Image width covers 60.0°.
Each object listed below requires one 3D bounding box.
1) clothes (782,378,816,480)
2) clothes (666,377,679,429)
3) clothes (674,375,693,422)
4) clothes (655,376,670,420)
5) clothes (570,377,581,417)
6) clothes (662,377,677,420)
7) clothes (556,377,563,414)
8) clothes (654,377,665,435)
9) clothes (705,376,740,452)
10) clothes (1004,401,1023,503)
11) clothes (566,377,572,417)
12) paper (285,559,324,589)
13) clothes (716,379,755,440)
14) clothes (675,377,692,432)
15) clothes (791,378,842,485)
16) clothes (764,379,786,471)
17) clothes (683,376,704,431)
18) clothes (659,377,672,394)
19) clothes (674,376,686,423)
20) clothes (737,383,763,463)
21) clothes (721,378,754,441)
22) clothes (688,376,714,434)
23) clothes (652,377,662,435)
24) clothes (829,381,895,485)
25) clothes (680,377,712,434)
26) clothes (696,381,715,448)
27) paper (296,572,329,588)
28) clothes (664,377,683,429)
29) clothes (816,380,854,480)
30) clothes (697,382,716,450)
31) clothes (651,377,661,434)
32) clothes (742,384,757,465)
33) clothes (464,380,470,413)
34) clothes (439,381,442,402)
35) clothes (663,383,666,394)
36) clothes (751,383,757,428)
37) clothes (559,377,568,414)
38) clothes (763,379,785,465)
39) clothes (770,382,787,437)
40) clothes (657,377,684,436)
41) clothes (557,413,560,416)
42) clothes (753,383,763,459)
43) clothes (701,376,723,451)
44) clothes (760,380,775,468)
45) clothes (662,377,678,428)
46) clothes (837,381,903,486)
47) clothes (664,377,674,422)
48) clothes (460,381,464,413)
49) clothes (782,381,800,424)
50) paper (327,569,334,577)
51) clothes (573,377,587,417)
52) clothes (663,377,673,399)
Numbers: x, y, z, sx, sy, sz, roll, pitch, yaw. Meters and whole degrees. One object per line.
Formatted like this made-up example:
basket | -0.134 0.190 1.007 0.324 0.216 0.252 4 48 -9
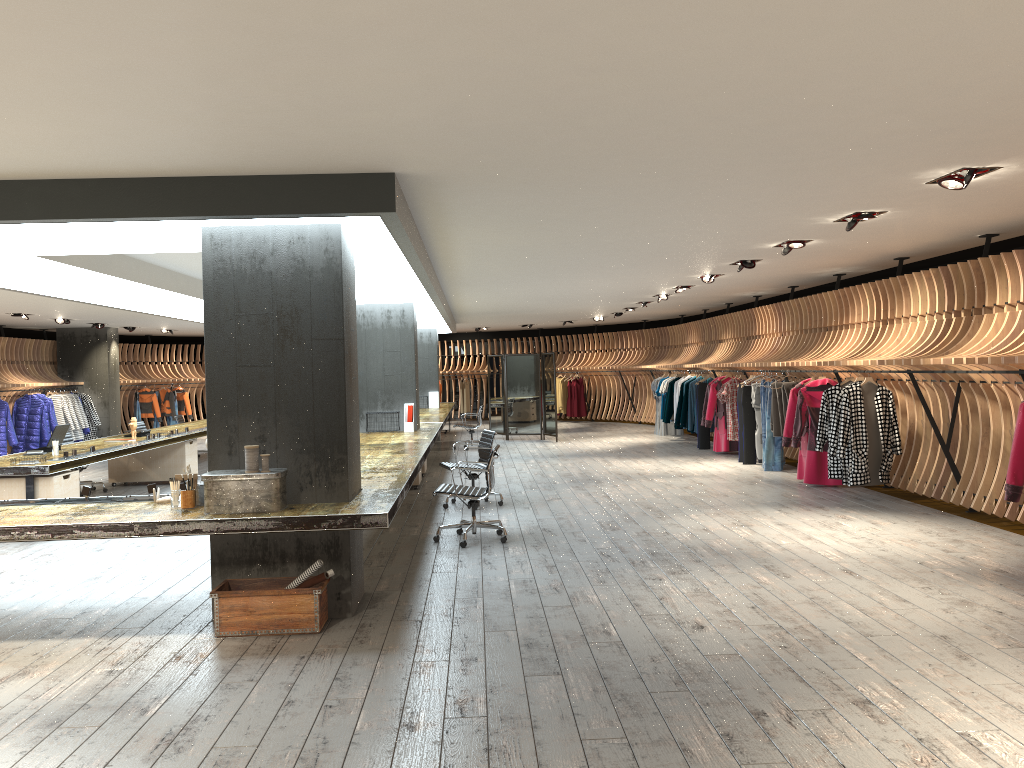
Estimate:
clothes | 3.874 0.580 11.297 0.839 1.312 0.321 -2 0 17
clothes | 3.588 0.388 18.361 0.913 1.081 0.238 -2 0 -3
clothes | 3.578 0.379 17.665 0.733 1.106 0.165 -2 0 -3
clothes | 3.485 0.318 19.237 0.738 0.971 0.167 -2 0 6
clothes | 1.845 0.365 24.922 0.444 1.129 0.127 -2 0 -5
clothes | 3.537 0.310 18.639 0.734 0.937 0.164 -2 0 1
clothes | 1.407 0.329 25.334 0.777 1.053 0.151 -2 0 -2
clothes | 3.517 0.558 19.823 0.677 1.434 0.204 -2 0 12
clothes | 3.714 0.515 15.142 0.839 1.312 0.321 -2 0 7
clothes | 4.074 0.652 6.489 0.839 1.312 0.321 -2 0 27
clothes | 1.726 0.366 25.042 0.444 1.129 0.126 -2 0 -30
paper | -1.408 1.292 5.412 0.572 0.460 0.043 -1 0 15
clothes | 3.729 0.414 14.523 0.760 1.020 0.188 -2 0 -2
clothes | 3.624 0.401 17.333 0.913 1.081 0.238 -2 0 2
clothes | 3.887 0.584 11.009 0.839 1.312 0.321 -2 0 27
clothes | 3.781 0.701 12.741 0.373 1.536 0.312 -2 0 9
clothes | 3.646 0.376 17.102 0.715 1.088 0.257 -2 0 -7
clothes | 3.546 0.304 19.097 0.743 0.931 0.158 -2 0 2
clothes | 3.628 0.374 17.858 0.733 1.106 0.165 -2 0 2
clothes | 3.765 0.662 13.798 0.539 1.353 0.087 -2 0 37
clothes | 3.723 0.416 14.300 0.760 1.030 0.179 -2 0 -17
clothes | 3.664 0.383 16.664 0.715 1.088 0.257 -2 0 3
clothes | 3.513 0.555 19.964 0.677 1.434 0.204 -2 0 -13
clothes | 3.932 0.541 9.951 0.773 1.160 0.191 -2 0 -2
clothes | 3.645 0.406 16.978 0.913 1.081 0.238 -2 0 -3
clothes | 3.674 0.621 16.381 0.539 1.353 0.087 -2 0 22
paper | -1.448 1.321 5.446 0.723 0.365 0.047 -1 0 17
clothes | 3.585 0.390 18.273 0.913 1.081 0.238 -2 0 2
clothes | 3.907 0.537 10.242 0.772 1.160 0.191 -2 0 18
clothes | 3.663 0.625 16.189 0.539 1.353 0.087 -2 0 2
clothes | 3.506 0.553 20.104 0.677 1.434 0.204 -2 0 12
clothes | 3.791 0.665 13.596 0.539 1.353 0.087 -2 0 -3
clothes | -1.374 0.373 26.917 0.096 0.988 0.465 -2 0 15
clothes | -2.291 0.270 27.068 0.201 0.881 0.839 -2 0 -22
clothes | 3.585 0.303 18.905 0.742 0.938 0.162 -2 0 -8
clothes | 3.762 0.555 13.391 0.273 1.143 0.170 -2 0 30
clothes | 1.570 0.327 25.184 0.151 1.053 0.777 -2 0 38
clothes | 3.828 0.577 12.889 0.277 1.292 0.316 -2 0 -39
clothes | 3.787 0.357 12.453 0.278 0.767 0.263 -2 0 5
clothes | 3.522 0.560 19.688 0.677 1.434 0.204 -2 0 -18
clothes | 1.178 0.374 25.541 0.444 1.129 0.126 -2 0 -40
clothes | 3.754 0.555 13.283 0.278 1.141 0.172 -2 0 5
clothes | 3.703 0.511 15.432 0.840 1.312 0.321 -2 0 -3
clothes | 3.788 0.689 13.034 0.277 1.543 0.316 -2 0 -4
clothes | 3.576 0.386 18.483 0.913 1.081 0.238 -2 0 -3
clothes | 3.928 0.545 9.727 0.773 1.160 0.191 -2 0 -12
clothes | 3.545 0.322 18.826 0.742 0.950 0.167 -2 0 -19
clothes | -1.492 0.376 26.939 0.096 0.988 0.465 -2 0 10
clothes | 3.917 0.350 12.285 0.336 0.776 0.255 -2 0 13
paper | -1.407 1.319 5.471 0.624 0.290 0.041 -2 0 -21
clothes | 1.898 0.365 24.845 0.444 1.129 0.126 -2 0 -30
clothes | 3.581 0.318 19.047 0.743 0.960 0.167 -2 0 -9
